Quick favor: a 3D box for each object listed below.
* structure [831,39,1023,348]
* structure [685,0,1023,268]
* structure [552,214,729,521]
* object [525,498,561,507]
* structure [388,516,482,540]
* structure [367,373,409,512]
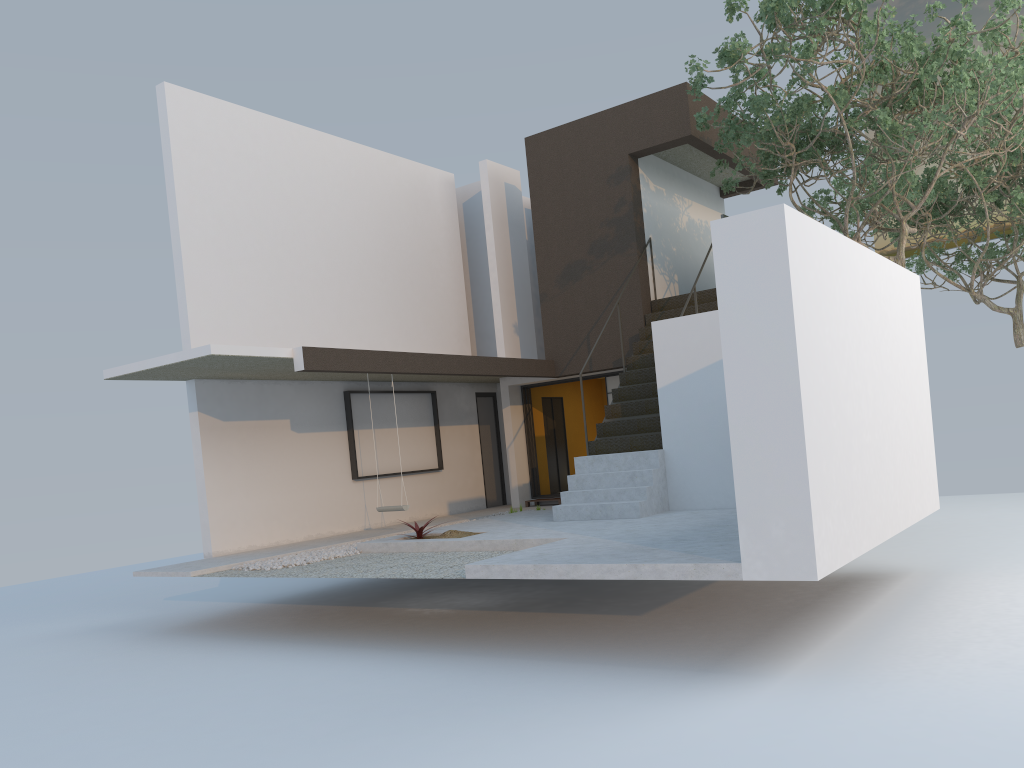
[{"bbox_3d":[8.723,-2.984,15.747,5.522,4.706,7.292,-6,-3,15],"label":"structure"},{"bbox_3d":[4.465,-2.837,10.724,4.345,3.703,5.738,-6,-3,15],"label":"structure"},{"bbox_3d":[2.660,-0.375,12.819,1.163,3.949,6.525,-5,-2,35],"label":"structure"},{"bbox_3d":[0.605,1.953,14.591,0.706,0.101,0.348,-9,-5,35],"label":"object"},{"bbox_3d":[-0.885,1.674,10.083,1.209,0.292,0.744,-8,-5,35],"label":"structure"},{"bbox_3d":[-1.609,0.697,11.267,0.464,1.869,0.128,-5,1,35],"label":"structure"}]
